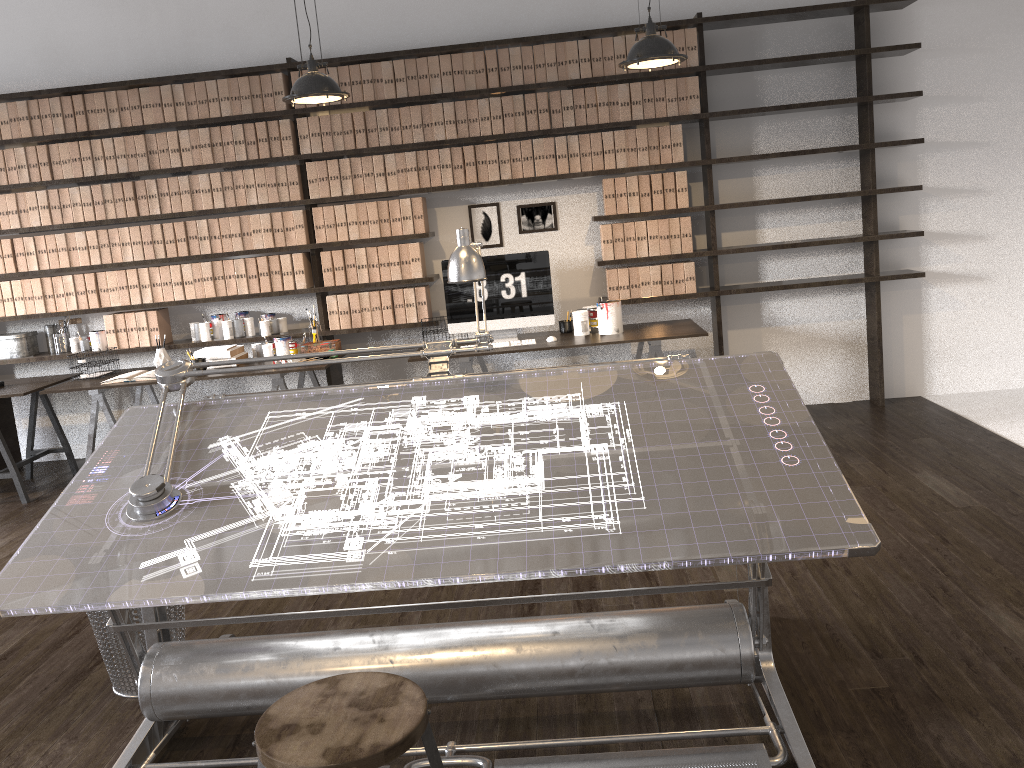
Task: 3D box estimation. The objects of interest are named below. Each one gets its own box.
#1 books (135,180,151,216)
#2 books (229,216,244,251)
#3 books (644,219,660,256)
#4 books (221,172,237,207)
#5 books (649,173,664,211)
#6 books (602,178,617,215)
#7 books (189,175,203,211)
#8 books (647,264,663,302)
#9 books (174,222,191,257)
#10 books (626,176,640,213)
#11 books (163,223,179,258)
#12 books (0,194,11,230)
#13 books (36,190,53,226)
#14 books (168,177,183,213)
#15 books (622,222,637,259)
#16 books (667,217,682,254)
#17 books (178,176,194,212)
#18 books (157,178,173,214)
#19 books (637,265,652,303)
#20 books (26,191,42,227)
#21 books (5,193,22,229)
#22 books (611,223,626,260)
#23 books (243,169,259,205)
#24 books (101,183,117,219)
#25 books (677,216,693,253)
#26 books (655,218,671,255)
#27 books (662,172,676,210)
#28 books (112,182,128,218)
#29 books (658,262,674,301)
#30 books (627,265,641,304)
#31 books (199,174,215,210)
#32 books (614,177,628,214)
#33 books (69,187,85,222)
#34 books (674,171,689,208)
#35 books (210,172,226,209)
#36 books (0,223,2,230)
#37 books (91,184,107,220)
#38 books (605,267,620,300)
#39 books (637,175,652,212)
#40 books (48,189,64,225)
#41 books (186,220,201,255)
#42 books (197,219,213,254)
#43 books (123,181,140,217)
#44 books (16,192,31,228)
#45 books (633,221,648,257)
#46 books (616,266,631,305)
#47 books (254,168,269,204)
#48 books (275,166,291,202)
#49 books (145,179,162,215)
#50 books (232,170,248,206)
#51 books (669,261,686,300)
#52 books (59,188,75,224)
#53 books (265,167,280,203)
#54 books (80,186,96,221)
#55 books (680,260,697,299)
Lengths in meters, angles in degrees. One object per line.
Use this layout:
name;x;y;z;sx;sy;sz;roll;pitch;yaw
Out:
books;-2.301;-1.172;5.609;0.066;0.224;0.176;-5;9;4
books;-1.713;-0.948;5.606;0.067;0.224;0.176;-5;9;4
books;0.869;-0.903;5.485;0.066;0.224;0.176;-5;9;4
books;-1.752;-1.219;5.574;0.066;0.224;0.176;-5;9;4
books;0.886;-1.176;5.446;0.067;0.224;0.176;-5;9;4
books;0.600;-1.152;5.469;0.066;0.224;0.176;-5;9;4
books;-1.956;-1.201;5.586;0.066;0.224;0.176;-5;9;4
books;0.893;-0.632;5.525;0.067;0.224;0.176;-5;9;4
books;-2.066;-0.918;5.628;0.067;0.224;0.176;-5;9;4
books;0.741;-1.164;5.456;0.066;0.224;0.176;-5;9;4
books;-2.139;-0.912;5.639;0.066;0.224;0.176;-5;9;4
books;-3.198;-1.095;5.663;0.066;0.224;0.176;-5;9;4
books;-2.930;-1.117;5.642;0.067;0.224;0.176;-5;9;4
books;-2.090;-1.190;5.595;0.066;0.224;0.176;-5;9;4
books;0.728;-0.892;5.501;0.066;0.224;0.176;-5;9;4
books;0.998;-0.915;5.482;0.066;0.224;0.176;-5;9;4
books;-2.023;-1.195;5.585;0.067;0.224;0.176;-5;9;4
books;-2.160;-1.184;5.600;0.066;0.224;0.176;-5;9;4
books;0.827;-0.626;5.531;0.066;0.224;0.176;-5;9;4
books;-3.002;-1.112;5.649;0.066;0.224;0.176;-5;9;4
books;-3.131;-1.100;5.653;0.067;0.224;0.176;-5;9;4
books;0.659;-0.886;5.503;0.066;0.224;0.176;-5;9;4
books;-1.613;-1.230;5.563;0.066;0.224;0.176;-5;9;4
books;-2.515;-1.154;5.620;0.066;0.224;0.176;-5;9;4
books;1.068;-0.921;5.478;0.066;0.224;0.176;-5;9;4
books;0.935;-0.908;5.481;0.067;0.224;0.176;-5;9;4
books;0.960;-1.183;5.447;0.066;0.224;0.176;-5;9;4
books;-2.450;-1.159;5.618;0.066;0.224;0.176;-5;9;4
books;0.963;-0.638;5.524;0.066;0.224;0.176;-5;9;4
books;0.764;-0.621;5.536;0.066;0.224;0.176;-5;9;4
books;-1.894;-1.206;5.580;0.066;0.224;0.176;-5;9;4
books;0.670;-1.159;5.464;0.066;0.224;0.176;-5;9;4
books;-2.722;-1.136;5.631;0.066;0.224;0.176;-5;9;4
books;1.035;-1.189;5.440;0.066;0.224;0.176;-5;9;4
books;-1.822;-1.212;5.574;0.067;0.224;0.176;-5;9;4
books;-3.269;-1.089;5.668;0.066;0.224;0.176;-5;9;4
books;-2.578;-1.147;5.619;0.067;0.224;0.176;-5;9;4
books;0.631;-0.610;5.546;0.066;0.224;0.176;-5;9;4
books;0.812;-1.171;5.456;0.066;0.224;0.176;-5;9;4
books;-2.860;-1.124;5.642;0.066;0.224;0.176;-5;9;4
books;-1.991;-0.925;5.629;0.066;0.224;0.176;-5;9;4
books;-1.921;-0.930;5.620;0.066;0.224;0.176;-5;9;4
books;-2.376;-1.165;5.608;0.067;0.224;0.176;-5;9;4
books;-3.065;-1.107;5.654;0.066;0.224;0.176;-5;9;4
books;0.797;-0.897;5.493;0.066;0.224;0.176;-5;9;4
books;0.698;-0.615;5.536;0.067;0.224;0.176;-5;9;4
books;-1.541;-1.236;5.555;0.066;0.224;0.176;-5;9;4
books;-1.412;-1.248;5.552;0.066;0.224;0.176;-5;9;4
books;-2.231;-1.177;5.600;0.066;0.224;0.176;-5;9;4
books;-1.682;-1.225;5.571;0.066;0.224;0.176;-5;9;4
books;1.032;-0.645;5.522;0.066;0.224;0.176;-5;9;4
books;-2.791;-1.130;5.639;0.066;0.224;0.176;-5;9;4
books;-1.475;-1.241;5.551;0.067;0.224;0.176;-5;9;4
books;-2.650;-1.141;5.624;0.066;0.224;0.176;-5;9;4
books;1.097;-0.649;5.511;0.067;0.224;0.176;-5;9;4
